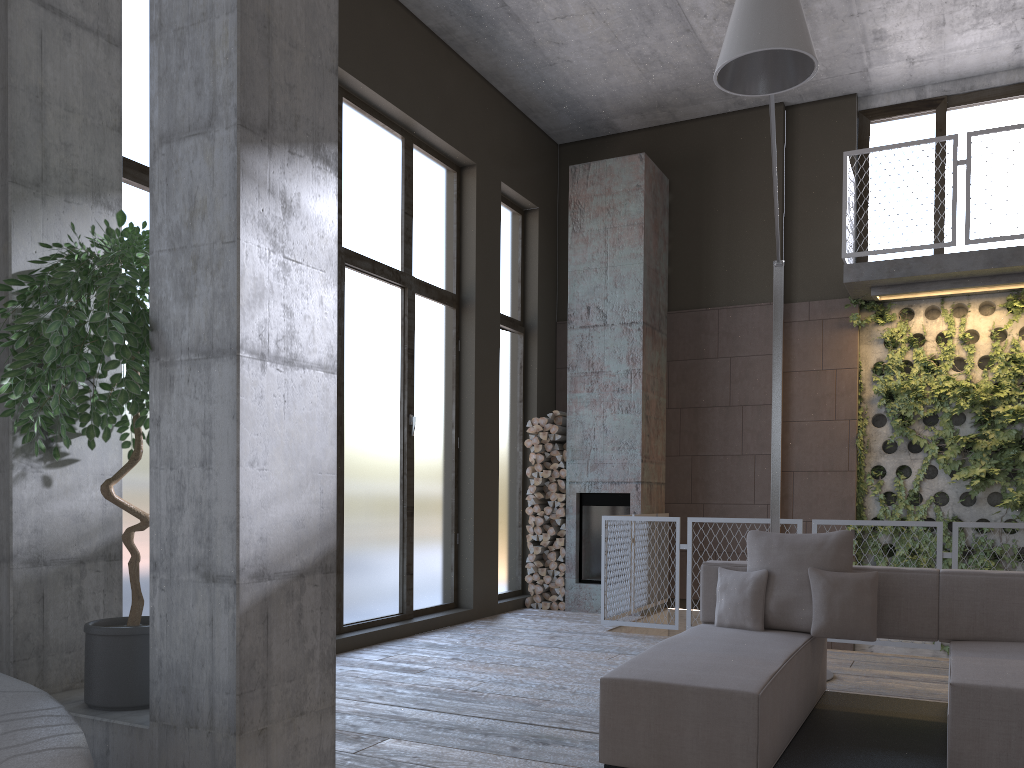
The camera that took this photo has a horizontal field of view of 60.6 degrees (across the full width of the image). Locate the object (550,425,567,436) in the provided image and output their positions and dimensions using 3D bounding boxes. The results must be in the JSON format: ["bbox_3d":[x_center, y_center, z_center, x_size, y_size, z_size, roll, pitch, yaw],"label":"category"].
[{"bbox_3d":[0.529,0.491,9.190,0.093,0.092,0.440,-1,-7,26],"label":"object"}]

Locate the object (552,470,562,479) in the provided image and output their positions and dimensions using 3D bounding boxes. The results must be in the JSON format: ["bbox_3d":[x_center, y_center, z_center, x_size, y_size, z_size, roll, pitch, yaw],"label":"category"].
[{"bbox_3d":[0.549,0.955,9.250,0.091,0.089,0.458,-1,-7,26],"label":"object"}]

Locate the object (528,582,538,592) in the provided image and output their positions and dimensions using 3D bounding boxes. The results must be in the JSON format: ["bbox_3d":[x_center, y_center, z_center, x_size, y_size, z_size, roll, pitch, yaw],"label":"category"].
[{"bbox_3d":[0.282,2.159,9.359,0.101,0.102,0.294,-1,-6,28],"label":"object"}]

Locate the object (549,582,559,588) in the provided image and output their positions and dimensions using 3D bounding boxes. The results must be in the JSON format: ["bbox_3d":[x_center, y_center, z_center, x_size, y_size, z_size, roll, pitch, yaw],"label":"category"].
[{"bbox_3d":[0.520,2.107,9.248,0.122,0.067,0.366,-2,-8,28],"label":"object"}]

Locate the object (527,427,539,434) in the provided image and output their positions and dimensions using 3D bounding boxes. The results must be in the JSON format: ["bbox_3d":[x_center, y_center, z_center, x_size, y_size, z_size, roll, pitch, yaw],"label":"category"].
[{"bbox_3d":[0.290,0.507,9.335,0.122,0.068,0.366,-2,-8,28],"label":"object"}]

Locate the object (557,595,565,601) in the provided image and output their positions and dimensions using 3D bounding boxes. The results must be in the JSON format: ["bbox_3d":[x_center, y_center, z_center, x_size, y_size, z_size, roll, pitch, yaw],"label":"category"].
[{"bbox_3d":[0.586,2.227,9.237,0.071,0.072,0.425,-1,-7,26],"label":"object"}]

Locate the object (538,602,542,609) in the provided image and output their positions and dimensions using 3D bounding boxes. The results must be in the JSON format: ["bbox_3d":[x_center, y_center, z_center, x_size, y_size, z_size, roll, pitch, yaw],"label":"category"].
[{"bbox_3d":[0.388,2.345,9.335,0.067,0.067,0.425,-1,-7,26],"label":"object"}]

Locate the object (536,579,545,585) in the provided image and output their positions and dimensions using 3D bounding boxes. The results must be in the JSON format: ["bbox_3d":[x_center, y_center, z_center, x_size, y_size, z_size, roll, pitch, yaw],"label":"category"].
[{"bbox_3d":[0.365,2.086,9.301,0.089,0.056,0.334,-2,-7,26],"label":"object"}]

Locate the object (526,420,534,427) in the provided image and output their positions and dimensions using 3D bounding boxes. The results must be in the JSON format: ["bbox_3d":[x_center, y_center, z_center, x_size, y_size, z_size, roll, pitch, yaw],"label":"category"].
[{"bbox_3d":[0.272,0.435,9.312,0.067,0.068,0.426,-1,-7,26],"label":"object"}]

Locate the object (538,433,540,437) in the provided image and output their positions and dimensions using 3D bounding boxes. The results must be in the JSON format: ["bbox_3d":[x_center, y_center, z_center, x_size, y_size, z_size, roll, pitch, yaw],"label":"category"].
[{"bbox_3d":[0.387,0.555,9.367,0.071,0.071,0.425,-1,-7,26],"label":"object"}]

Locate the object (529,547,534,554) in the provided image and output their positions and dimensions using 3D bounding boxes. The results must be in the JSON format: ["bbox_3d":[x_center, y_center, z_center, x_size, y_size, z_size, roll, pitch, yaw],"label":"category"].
[{"bbox_3d":[0.300,1.766,9.323,0.067,0.067,0.425,-1,-7,26],"label":"object"}]

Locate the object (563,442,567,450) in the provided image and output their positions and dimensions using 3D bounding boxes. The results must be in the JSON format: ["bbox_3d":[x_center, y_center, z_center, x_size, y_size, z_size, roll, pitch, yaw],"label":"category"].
[{"bbox_3d":[0.648,0.664,9.259,0.100,0.102,0.294,-1,-6,28],"label":"object"}]

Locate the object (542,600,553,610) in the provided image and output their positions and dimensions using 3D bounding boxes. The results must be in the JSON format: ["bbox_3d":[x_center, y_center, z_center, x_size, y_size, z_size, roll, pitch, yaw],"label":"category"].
[{"bbox_3d":[0.455,2.331,9.299,0.093,0.083,0.482,-1,-7,26],"label":"object"}]

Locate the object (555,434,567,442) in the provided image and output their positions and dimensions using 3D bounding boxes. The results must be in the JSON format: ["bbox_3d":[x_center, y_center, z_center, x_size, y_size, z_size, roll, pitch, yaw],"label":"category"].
[{"bbox_3d":[0.568,0.569,9.178,0.066,0.067,0.425,-1,-7,26],"label":"object"}]

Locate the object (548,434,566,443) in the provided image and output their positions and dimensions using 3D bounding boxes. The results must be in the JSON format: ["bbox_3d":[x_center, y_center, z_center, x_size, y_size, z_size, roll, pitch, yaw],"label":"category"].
[{"bbox_3d":[0.496,0.574,9.215,0.067,0.066,0.425,-1,-7,26],"label":"object"}]

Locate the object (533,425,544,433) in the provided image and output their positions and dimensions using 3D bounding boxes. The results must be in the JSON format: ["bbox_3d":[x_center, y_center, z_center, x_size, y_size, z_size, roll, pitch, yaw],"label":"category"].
[{"bbox_3d":[0.362,0.487,9.256,0.113,0.079,0.438,-2,-7,26],"label":"object"}]

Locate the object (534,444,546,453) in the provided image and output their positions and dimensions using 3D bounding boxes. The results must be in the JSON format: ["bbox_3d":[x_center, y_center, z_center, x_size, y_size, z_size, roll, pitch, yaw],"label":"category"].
[{"bbox_3d":[0.373,0.692,9.266,0.093,0.083,0.482,-1,-7,26],"label":"object"}]

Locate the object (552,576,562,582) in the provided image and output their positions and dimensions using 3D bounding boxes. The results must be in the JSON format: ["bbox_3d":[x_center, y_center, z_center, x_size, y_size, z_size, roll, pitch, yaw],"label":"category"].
[{"bbox_3d":[0.536,2.043,9.269,0.067,0.071,0.426,-1,-7,26],"label":"object"}]

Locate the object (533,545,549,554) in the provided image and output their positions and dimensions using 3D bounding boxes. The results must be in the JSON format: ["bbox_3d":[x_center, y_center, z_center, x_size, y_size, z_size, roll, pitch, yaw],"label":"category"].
[{"bbox_3d":[0.367,1.751,9.287,0.093,0.083,0.482,-1,-7,26],"label":"object"}]

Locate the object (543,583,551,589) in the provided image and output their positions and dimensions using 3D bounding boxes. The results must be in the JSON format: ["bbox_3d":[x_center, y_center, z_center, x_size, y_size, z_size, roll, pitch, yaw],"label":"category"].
[{"bbox_3d":[0.431,2.126,9.297,0.064,0.074,0.361,-1,-7,25],"label":"object"}]

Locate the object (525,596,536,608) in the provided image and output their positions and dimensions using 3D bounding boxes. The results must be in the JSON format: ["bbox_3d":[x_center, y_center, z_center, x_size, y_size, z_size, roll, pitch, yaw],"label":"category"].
[{"bbox_3d":[0.242,2.318,9.368,0.064,0.124,0.366,0,-6,25],"label":"object"}]

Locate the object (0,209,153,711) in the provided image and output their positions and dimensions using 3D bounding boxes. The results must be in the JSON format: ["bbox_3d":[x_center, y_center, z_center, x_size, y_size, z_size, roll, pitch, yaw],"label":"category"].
[{"bbox_3d":[-1.501,0.288,3.311,1.000,1.861,0.969,1,-1,-7],"label":"object"}]

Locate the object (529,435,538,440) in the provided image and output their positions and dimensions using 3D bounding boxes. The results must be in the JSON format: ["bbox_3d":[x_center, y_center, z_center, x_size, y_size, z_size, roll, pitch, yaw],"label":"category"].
[{"bbox_3d":[0.296,0.578,9.320,0.066,0.086,0.428,0,-7,24],"label":"object"}]

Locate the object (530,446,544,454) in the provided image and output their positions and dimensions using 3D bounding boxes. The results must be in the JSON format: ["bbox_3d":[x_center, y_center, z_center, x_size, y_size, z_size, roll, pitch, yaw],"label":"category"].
[{"bbox_3d":[0.307,0.706,9.302,0.067,0.067,0.425,-1,-7,26],"label":"object"}]

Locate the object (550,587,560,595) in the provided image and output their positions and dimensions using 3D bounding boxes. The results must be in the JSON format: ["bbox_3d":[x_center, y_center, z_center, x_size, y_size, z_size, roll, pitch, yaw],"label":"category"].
[{"bbox_3d":[0.507,2.194,9.347,0.104,0.102,0.294,-1,-7,26],"label":"object"}]

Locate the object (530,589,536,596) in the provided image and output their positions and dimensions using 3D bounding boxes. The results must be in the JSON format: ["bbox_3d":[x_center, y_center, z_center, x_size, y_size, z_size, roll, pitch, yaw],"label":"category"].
[{"bbox_3d":[0.260,2.197,9.277,0.045,0.072,0.252,0,-6,26],"label":"object"}]

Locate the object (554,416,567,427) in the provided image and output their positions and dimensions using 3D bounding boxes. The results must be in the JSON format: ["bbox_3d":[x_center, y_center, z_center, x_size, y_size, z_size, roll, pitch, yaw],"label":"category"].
[{"bbox_3d":[0.547,0.402,9.262,0.099,0.107,0.296,-1,-6,28],"label":"object"}]

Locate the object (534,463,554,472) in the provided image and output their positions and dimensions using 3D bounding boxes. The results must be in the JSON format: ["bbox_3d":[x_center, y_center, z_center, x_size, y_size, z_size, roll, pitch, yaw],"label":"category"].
[{"bbox_3d":[0.369,0.895,9.328,0.092,0.093,0.440,-1,-7,26],"label":"object"}]

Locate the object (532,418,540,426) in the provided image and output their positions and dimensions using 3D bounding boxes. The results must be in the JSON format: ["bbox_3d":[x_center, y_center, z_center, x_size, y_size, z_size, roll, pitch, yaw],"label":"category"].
[{"bbox_3d":[0.342,0.420,9.310,0.091,0.090,0.458,-1,-7,25],"label":"object"}]

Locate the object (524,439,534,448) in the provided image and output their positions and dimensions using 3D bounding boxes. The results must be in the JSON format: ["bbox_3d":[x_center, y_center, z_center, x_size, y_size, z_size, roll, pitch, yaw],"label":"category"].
[{"bbox_3d":[0.265,0.645,9.318,0.091,0.092,0.440,-1,-7,26],"label":"object"}]

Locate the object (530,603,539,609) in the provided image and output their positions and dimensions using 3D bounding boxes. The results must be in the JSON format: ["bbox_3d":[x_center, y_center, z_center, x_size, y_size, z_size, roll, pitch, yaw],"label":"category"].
[{"bbox_3d":[0.316,2.347,9.372,0.067,0.067,0.425,-1,-7,26],"label":"object"}]

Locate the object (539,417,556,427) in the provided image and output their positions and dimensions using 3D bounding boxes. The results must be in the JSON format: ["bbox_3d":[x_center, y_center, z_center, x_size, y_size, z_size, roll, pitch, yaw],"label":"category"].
[{"bbox_3d":[0.385,0.411,9.193,0.104,0.102,0.294,-1,-6,26],"label":"object"}]

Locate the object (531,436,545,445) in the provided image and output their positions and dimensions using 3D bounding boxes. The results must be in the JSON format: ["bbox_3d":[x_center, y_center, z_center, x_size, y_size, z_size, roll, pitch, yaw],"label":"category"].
[{"bbox_3d":[0.342,0.615,9.274,0.091,0.089,0.458,-1,-7,26],"label":"object"}]

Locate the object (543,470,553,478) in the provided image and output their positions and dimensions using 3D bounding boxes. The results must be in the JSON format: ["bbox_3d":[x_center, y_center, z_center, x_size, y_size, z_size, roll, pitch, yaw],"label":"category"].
[{"bbox_3d":[0.466,0.958,9.271,0.093,0.083,0.482,-1,-7,26],"label":"object"}]

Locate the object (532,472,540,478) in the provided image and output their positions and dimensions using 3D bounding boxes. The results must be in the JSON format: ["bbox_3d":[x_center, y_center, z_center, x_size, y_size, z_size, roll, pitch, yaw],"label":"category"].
[{"bbox_3d":[0.327,0.974,9.344,0.067,0.067,0.425,-1,-7,26],"label":"object"}]

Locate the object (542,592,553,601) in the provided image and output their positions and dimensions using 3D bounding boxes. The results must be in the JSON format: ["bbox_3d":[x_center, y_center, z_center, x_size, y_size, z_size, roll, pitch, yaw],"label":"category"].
[{"bbox_3d":[0.440,2.251,9.344,0.101,0.086,0.365,-1,-7,26],"label":"object"}]

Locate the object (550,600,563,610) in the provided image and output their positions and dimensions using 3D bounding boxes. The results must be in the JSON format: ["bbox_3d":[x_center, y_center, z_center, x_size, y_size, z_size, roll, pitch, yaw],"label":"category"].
[{"bbox_3d":[0.538,2.328,9.279,0.091,0.089,0.458,-1,-7,26],"label":"object"}]

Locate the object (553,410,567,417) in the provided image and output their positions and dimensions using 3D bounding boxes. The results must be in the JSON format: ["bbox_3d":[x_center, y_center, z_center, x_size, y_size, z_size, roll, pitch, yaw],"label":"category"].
[{"bbox_3d":[0.533,0.321,9.234,0.087,0.055,0.334,-2,-8,26],"label":"object"}]

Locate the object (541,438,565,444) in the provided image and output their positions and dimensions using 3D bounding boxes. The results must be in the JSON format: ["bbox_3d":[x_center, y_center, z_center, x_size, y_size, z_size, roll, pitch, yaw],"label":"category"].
[{"bbox_3d":[0.444,0.618,9.256,0.115,0.079,0.438,-2,-7,26],"label":"object"}]

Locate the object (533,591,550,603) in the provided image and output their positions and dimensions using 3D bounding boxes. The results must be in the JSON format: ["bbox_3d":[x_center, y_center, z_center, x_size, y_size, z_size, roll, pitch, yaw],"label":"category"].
[{"bbox_3d":[0.358,2.268,9.356,0.092,0.093,0.440,-1,-7,26],"label":"object"}]

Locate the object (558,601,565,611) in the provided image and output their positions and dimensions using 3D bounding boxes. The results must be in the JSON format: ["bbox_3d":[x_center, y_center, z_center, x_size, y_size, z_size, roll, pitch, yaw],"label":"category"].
[{"bbox_3d":[0.614,2.315,9.236,0.091,0.092,0.440,-1,-7,26],"label":"object"}]

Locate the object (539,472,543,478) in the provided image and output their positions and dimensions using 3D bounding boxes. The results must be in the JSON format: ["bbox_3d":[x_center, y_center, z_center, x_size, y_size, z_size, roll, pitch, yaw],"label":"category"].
[{"bbox_3d":[0.399,0.972,9.307,0.067,0.067,0.425,-1,-7,26],"label":"object"}]

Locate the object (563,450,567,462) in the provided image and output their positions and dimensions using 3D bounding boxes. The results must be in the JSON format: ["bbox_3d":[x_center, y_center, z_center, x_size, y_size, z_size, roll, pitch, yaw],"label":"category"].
[{"bbox_3d":[0.631,0.759,9.190,0.063,0.125,0.366,0,-6,25],"label":"object"}]

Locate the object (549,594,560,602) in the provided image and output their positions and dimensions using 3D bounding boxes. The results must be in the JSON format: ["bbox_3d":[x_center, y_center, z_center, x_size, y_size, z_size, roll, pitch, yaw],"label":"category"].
[{"bbox_3d":[0.526,2.257,9.289,0.115,0.079,0.438,-2,-7,26],"label":"object"}]

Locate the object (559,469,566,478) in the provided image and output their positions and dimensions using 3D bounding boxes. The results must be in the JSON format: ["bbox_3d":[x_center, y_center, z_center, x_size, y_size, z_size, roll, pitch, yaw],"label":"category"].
[{"bbox_3d":[0.625,0.942,9.207,0.091,0.092,0.440,-1,-7,26],"label":"object"}]

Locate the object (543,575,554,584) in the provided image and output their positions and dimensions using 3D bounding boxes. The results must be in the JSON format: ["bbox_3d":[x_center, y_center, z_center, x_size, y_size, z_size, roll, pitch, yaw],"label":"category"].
[{"bbox_3d":[0.461,2.053,9.274,0.091,0.089,0.458,-1,-7,25],"label":"object"}]

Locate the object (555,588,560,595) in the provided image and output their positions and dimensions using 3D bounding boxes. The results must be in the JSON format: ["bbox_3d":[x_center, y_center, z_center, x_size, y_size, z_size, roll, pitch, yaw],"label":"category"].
[{"bbox_3d":[0.556,2.172,9.244,0.067,0.084,0.428,0,-7,24],"label":"object"}]

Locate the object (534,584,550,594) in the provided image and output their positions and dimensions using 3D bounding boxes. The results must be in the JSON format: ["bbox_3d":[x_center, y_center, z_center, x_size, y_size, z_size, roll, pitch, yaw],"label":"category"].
[{"bbox_3d":[0.346,2.159,9.277,0.098,0.106,0.296,-1,-6,28],"label":"object"}]

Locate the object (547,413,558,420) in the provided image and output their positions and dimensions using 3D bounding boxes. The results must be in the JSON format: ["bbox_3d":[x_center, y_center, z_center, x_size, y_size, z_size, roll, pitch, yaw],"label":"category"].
[{"bbox_3d":[0.465,0.359,9.240,0.065,0.073,0.361,-1,-7,25],"label":"object"}]

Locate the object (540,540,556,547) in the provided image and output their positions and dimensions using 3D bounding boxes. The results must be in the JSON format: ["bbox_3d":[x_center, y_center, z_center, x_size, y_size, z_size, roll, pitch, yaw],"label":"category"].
[{"bbox_3d":[0.438,1.678,9.277,0.115,0.079,0.438,-2,-7,26],"label":"object"}]
